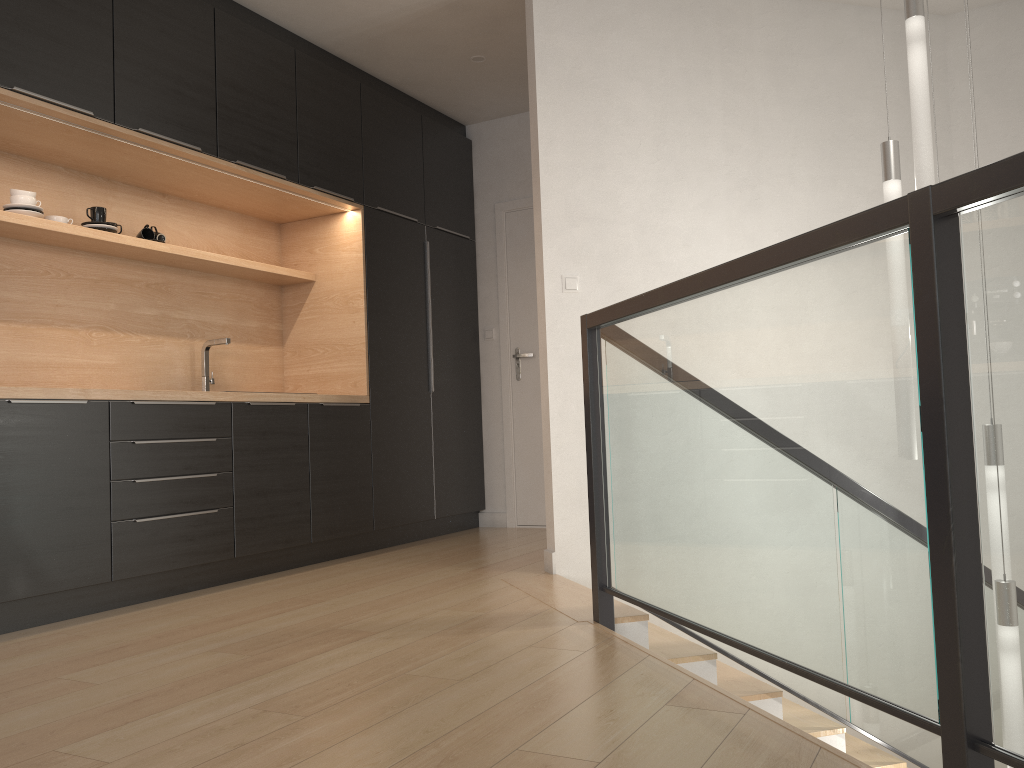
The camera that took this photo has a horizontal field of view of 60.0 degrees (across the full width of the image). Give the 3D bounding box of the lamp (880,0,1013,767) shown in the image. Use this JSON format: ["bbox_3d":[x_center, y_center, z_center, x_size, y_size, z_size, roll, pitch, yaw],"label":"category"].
[{"bbox_3d":[1.450,-1.107,3.068,0.359,6.725,0.359,-1,-3,-25],"label":"lamp"}]

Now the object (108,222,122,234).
[{"bbox_3d":[-1.835,-0.690,4.057,0.084,0.092,0.066,-4,-4,35],"label":"object"}]

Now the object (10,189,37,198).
[{"bbox_3d":[-1.979,-0.758,3.588,0.098,0.075,0.095,-5,-4,40],"label":"object"}]

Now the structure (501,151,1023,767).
[{"bbox_3d":[1.938,1.837,2.102,2.823,4.339,4.190,-1,-3,-17],"label":"structure"}]

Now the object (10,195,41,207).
[{"bbox_3d":[-1.978,-0.724,3.590,0.095,0.057,0.099,-2,-3,1],"label":"object"}]

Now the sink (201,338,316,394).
[{"bbox_3d":[-1.364,0.029,4.377,0.512,0.518,0.626,-4,-3,28],"label":"sink"}]

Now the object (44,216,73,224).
[{"bbox_3d":[-1.966,-0.688,3.826,0.099,0.057,0.095,-4,-3,26],"label":"object"}]

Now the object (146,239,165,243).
[{"bbox_3d":[-1.707,-0.655,4.171,0.145,0.025,0.145,-4,-3,31],"label":"object"}]

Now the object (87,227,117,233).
[{"bbox_3d":[-1.820,-0.664,3.910,0.145,0.025,0.145,-5,-4,42],"label":"object"}]

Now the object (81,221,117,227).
[{"bbox_3d":[-1.821,-0.688,3.911,0.145,0.025,0.145,-5,-4,42],"label":"object"}]

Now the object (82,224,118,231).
[{"bbox_3d":[-1.817,-0.676,3.912,0.145,0.025,0.145,-5,-4,42],"label":"object"}]

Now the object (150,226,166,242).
[{"bbox_3d":[-1.687,-0.704,4.204,0.100,0.093,0.066,-5,-4,38],"label":"object"}]

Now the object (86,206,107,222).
[{"bbox_3d":[-1.825,-0.731,3.907,0.066,0.092,0.084,-2,-3,-3],"label":"object"}]

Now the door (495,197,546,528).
[{"bbox_3d":[0.355,-0.158,5.595,0.974,2.136,0.085,-4,-3,28],"label":"door"}]

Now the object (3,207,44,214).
[{"bbox_3d":[-1.975,-0.686,3.587,0.145,0.025,0.145,-3,-3,15],"label":"object"}]

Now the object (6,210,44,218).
[{"bbox_3d":[-1.975,-0.675,3.584,0.145,0.025,0.145,-3,-3,15],"label":"object"}]

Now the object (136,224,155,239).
[{"bbox_3d":[-1.724,-0.700,4.153,0.100,0.093,0.066,-5,-4,43],"label":"object"}]

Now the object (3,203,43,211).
[{"bbox_3d":[-1.976,-0.699,3.585,0.145,0.025,0.145,-3,-3,15],"label":"object"}]
